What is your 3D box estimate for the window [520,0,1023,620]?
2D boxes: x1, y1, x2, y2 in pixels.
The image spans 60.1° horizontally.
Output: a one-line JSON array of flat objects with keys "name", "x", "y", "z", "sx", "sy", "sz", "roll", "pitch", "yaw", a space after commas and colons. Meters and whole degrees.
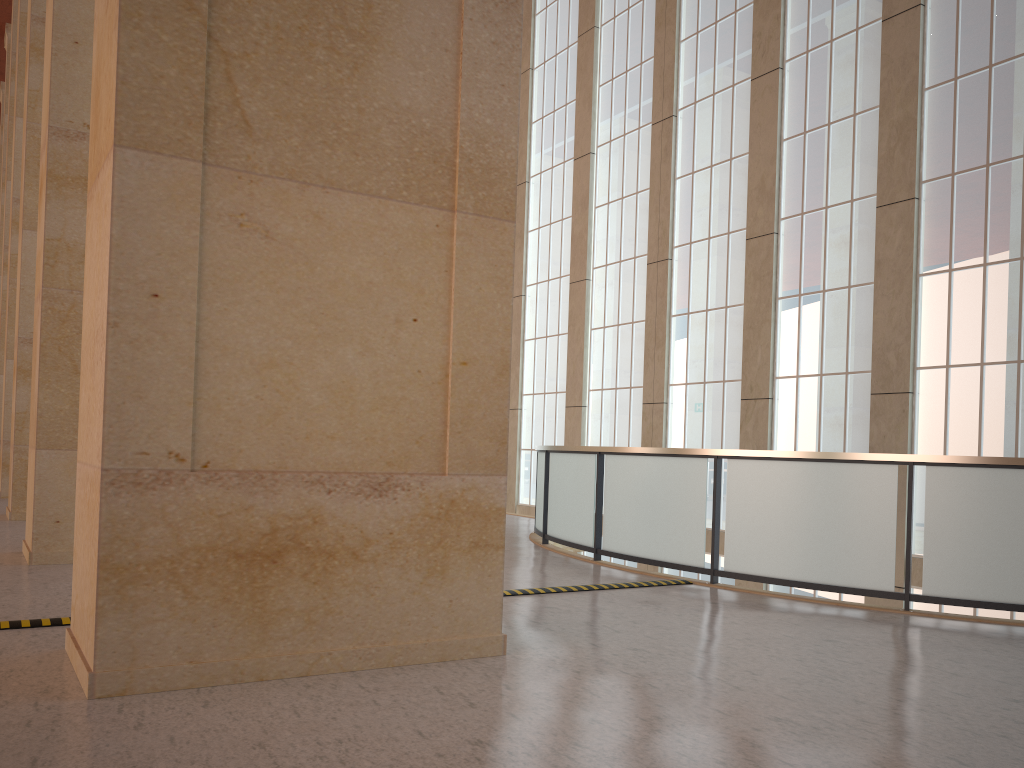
[{"name": "window", "x": -26.692, "y": 3.002, "z": 71.359, "sx": 0.010, "sy": 28.615, "sz": 164.984, "roll": 2, "pitch": -4, "yaw": -31}]

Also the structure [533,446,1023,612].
[{"name": "structure", "x": 4.221, "y": 1.950, "z": 13.518, "sx": 5.256, "sy": 1.793, "sz": 13.079, "roll": 5, "pitch": -5, "yaw": -42}]
